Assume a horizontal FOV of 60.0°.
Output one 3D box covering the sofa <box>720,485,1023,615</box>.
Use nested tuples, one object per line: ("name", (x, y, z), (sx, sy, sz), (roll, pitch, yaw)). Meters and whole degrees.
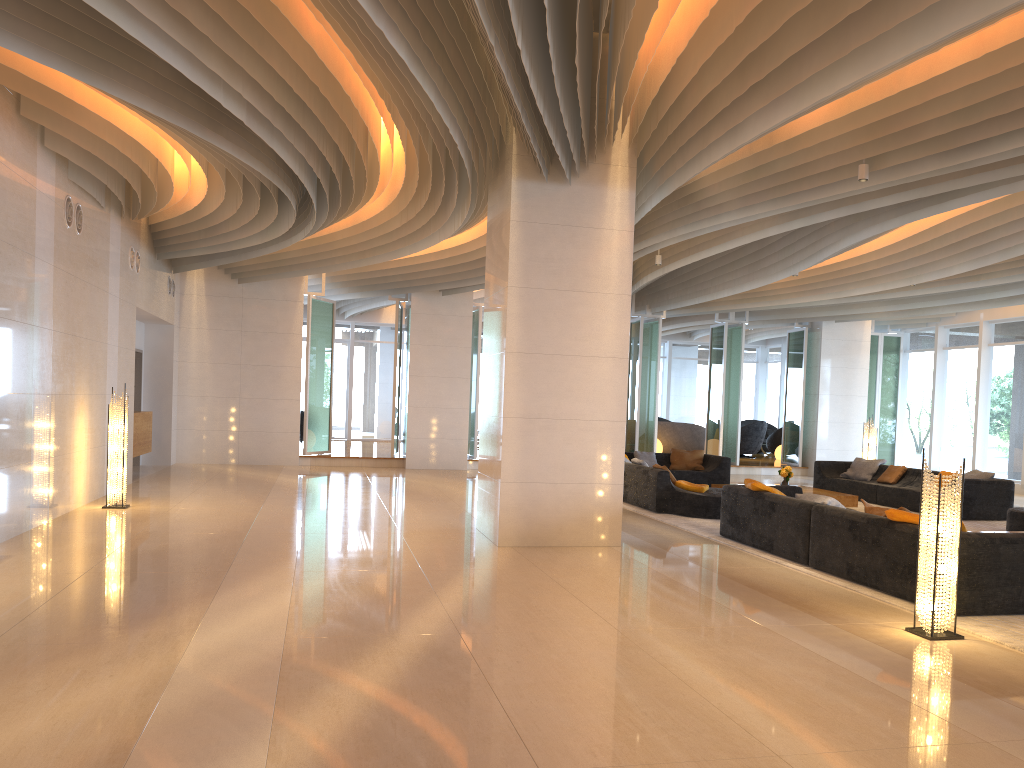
("sofa", (3.121, 1.381, 8.084), (0.949, 0.583, 3.743), (2, -1, -12))

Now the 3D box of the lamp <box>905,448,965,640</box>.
("lamp", (2.740, 1.015, 5.687), (0.252, 1.200, 0.248), (2, 2, -13))

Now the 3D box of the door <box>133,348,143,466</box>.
("door", (-6.710, 0.424, 15.412), (0.248, 2.104, 1.392), (2, 1, -12))

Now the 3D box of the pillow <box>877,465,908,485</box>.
("pillow", (6.252, 1.489, 14.593), (0.325, 0.313, 0.403), (2, 0, -15))

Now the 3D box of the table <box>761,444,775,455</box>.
("table", (7.675, 1.914, 25.665), (1.084, 0.319, 0.814), (2, -1, -7))

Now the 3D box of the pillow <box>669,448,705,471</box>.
("pillow", (3.202, 1.381, 16.209), (0.635, 0.378, 0.550), (2, 0, 9))

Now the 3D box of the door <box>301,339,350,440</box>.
("door", (-5.326, 0.155, 24.828), (1.471, 2.775, 0.059), (2, 2, -14))

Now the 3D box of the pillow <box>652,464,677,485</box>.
("pillow", (2.127, 1.261, 12.138), (0.331, 0.311, 0.420), (2, 0, -11))

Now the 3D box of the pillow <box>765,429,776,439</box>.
("pillow", (7.767, 1.505, 26.704), (0.499, 0.409, 0.467), (2, 0, 14))

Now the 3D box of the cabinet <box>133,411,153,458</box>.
("cabinet", (-6.015, 0.756, 13.736), (0.564, 0.662, 1.497), (2, -1, -12))

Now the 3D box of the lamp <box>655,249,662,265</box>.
("lamp", (2.170, -2.498, 12.962), (0.087, 1.508, 0.090), (3, 2, 32))

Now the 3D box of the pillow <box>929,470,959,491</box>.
("pillow", (6.509, 1.471, 13.404), (0.324, 0.313, 0.404), (2, 0, -11))

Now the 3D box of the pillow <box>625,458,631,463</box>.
("pillow", (1.767, 1.282, 13.893), (0.552, 0.377, 0.644), (2, -1, -17))

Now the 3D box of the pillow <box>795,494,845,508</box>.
("pillow", (2.983, 1.251, 8.444), (0.423, 0.377, 0.582), (2, 0, -11))

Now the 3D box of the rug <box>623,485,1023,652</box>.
("rug", (5.148, 1.776, 8.941), (5.557, 0.022, 16.075), (3, -1, -12))

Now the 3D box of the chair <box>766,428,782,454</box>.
("chair", (7.824, 1.553, 24.665), (1.528, 1.007, 1.127), (2, 0, -11))

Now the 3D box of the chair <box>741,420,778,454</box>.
("chair", (7.409, 1.583, 26.649), (1.519, 1.007, 1.134), (2, 0, -1))

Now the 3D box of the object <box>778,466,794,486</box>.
("object", (4.256, 1.442, 13.791), (0.233, 0.377, 0.268), (3, 1, 19))

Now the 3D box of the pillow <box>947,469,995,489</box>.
("pillow", (6.633, 1.437, 12.909), (0.544, 0.378, 0.642), (2, 0, 9))

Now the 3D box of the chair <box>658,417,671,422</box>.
("chair", (4.344, 1.425, 24.952), (1.542, 1.007, 1.117), (2, 0, -30))

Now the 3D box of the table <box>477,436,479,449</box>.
("table", (-0.544, 1.535, 23.014), (1.084, 0.319, 0.814), (2, -1, -7))

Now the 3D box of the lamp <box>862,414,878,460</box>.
("lamp", (6.619, 1.288, 16.433), (0.252, 1.453, 0.248), (2, 2, -13))

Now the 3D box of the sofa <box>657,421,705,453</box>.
("sofa", (4.070, 1.420, 22.937), (2.516, 0.902, 1.129), (1, 0, 37))

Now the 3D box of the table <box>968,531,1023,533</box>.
("table", (5.219, 1.658, 8.624), (1.614, 0.220, 1.586), (3, -1, -13))

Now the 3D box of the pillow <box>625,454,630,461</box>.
("pillow", (1.740, 1.282, 14.230), (0.414, 0.335, 0.330), (2, 0, 43))

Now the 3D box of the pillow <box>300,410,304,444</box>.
("pillow", (-5.102, 0.921, 18.961), (1.532, 1.007, 1.124), (2, 0, -16))

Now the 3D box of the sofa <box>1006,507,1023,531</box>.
("sofa", (7.087, 1.563, 9.324), (1.363, 0.583, 4.104), (2, -1, -14))

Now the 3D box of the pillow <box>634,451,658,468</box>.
("pillow", (2.417, 1.374, 15.998), (0.410, 0.313, 0.319), (2, 0, -11))

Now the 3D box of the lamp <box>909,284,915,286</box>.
("lamp", (6.360, -2.312, 14.005), (0.087, 1.508, 0.090), (3, 2, 32))

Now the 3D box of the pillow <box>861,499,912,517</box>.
("pillow", (3.202, 1.198, 7.434), (0.447, 0.410, 0.596), (2, 0, -11))

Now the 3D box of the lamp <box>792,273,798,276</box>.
("lamp", (4.347, -2.401, 13.503), (0.087, 1.508, 0.090), (3, 2, 32))

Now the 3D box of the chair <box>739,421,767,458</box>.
("chair", (6.225, 1.473, 23.888), (1.545, 1.007, 1.115), (3, 0, -40))

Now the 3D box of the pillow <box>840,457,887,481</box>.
("pillow", (6.092, 1.474, 15.413), (0.557, 0.378, 0.627), (2, -1, -35))

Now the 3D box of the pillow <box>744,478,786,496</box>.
("pillow", (2.725, 1.202, 9.296), (0.544, 0.378, 0.642), (2, 0, 9))

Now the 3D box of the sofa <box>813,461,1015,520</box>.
("sofa", (6.223, 1.641, 14.134), (0.949, 0.583, 3.743), (2, -1, -12))

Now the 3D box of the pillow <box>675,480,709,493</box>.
("pillow", (2.420, 1.370, 11.896), (0.405, 0.136, 0.421), (2, -1, 21))

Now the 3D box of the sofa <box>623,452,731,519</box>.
("sofa", (2.856, 1.470, 13.876), (2.848, 0.654, 5.043), (2, -1, -12))

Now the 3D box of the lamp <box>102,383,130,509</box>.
("lamp", (-4.588, 0.713, 10.314), (0.252, 1.453, 0.248), (2, 2, -13))

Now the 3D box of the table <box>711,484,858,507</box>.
("table", (4.140, 1.733, 13.624), (1.614, 0.220, 1.586), (3, -1, -13))

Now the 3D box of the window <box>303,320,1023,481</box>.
("window", (8.930, 0.147, 11.879), (53.442, 3.224, 22.551), (1, -2, 42))

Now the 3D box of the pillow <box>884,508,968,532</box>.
("pillow", (3.266, 1.165, 6.793), (0.557, 0.378, 0.627), (2, -1, -35))

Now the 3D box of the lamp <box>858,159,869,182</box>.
("lamp", (3.175, -2.576, 7.922), (0.090, 1.508, 0.088), (1, 2, -22))
